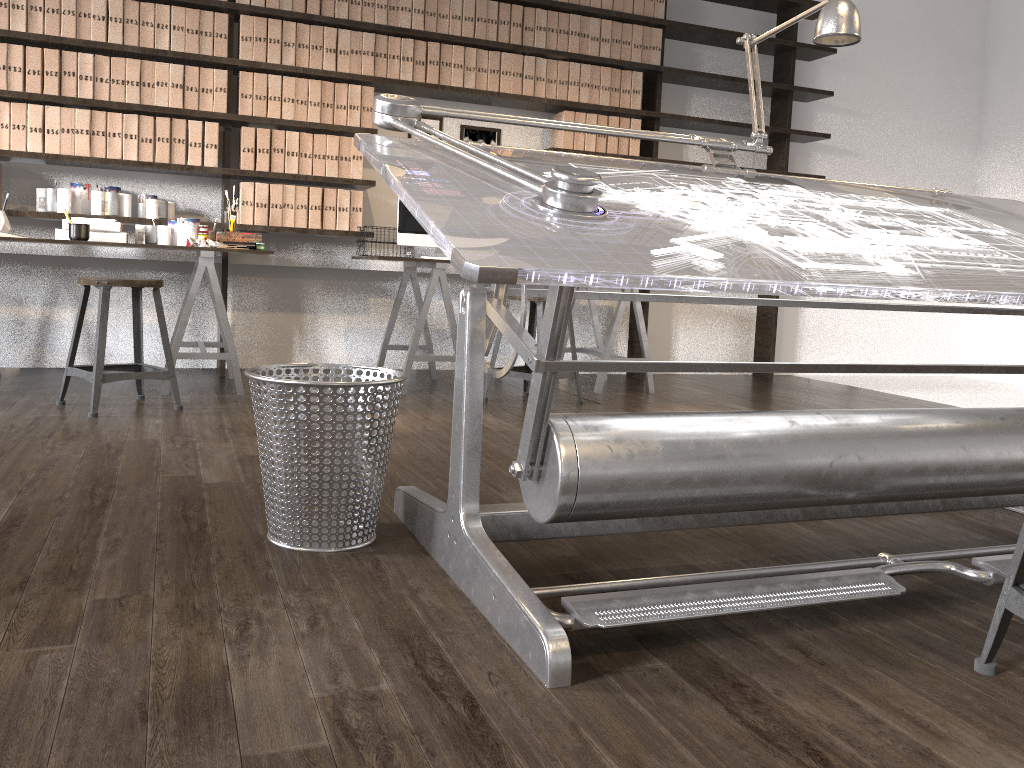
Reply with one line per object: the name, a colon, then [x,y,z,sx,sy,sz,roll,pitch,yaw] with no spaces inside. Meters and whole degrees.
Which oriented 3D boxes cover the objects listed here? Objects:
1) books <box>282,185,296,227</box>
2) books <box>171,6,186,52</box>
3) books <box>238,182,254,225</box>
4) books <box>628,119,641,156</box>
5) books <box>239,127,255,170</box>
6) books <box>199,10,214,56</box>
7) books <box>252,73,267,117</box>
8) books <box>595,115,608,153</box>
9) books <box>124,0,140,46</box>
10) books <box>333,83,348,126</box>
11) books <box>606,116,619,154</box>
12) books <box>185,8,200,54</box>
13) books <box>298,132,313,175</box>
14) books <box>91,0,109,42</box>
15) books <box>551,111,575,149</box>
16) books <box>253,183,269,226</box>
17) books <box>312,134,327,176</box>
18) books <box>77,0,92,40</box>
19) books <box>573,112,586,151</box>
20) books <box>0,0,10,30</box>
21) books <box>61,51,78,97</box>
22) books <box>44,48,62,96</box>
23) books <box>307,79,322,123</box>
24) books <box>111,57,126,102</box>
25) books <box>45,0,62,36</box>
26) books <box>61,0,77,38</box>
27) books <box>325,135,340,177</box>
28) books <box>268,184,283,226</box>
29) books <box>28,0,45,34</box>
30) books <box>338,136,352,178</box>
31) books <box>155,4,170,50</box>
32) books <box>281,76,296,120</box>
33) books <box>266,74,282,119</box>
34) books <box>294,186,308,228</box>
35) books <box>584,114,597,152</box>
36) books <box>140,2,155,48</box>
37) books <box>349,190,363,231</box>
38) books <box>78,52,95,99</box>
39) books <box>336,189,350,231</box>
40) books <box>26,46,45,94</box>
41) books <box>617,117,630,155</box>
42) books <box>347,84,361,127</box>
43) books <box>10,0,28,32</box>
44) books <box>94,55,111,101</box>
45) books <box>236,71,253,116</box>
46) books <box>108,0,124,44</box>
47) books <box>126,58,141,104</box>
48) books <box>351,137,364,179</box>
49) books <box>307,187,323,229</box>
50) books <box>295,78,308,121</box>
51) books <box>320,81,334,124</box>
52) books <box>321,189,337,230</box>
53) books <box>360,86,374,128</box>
books: [-1.194,-0.933,4.691,0.066,0.224,0.175,1,6,-21]
books: [-1.668,-1.749,4.427,0.066,0.225,0.175,1,6,-21]
books: [-1.388,-0.933,4.615,0.066,0.225,0.175,1,6,-21]
books: [0.709,-1.482,5.378,0.066,0.224,0.175,1,6,-21]
books: [-1.377,-1.208,4.597,0.066,0.224,0.175,1,6,-21]
books: [-1.549,-1.750,4.478,0.066,0.224,0.175,1,6,-21]
books: [-1.314,-1.481,4.595,0.066,0.225,0.175,1,6,-21]
books: [0.498,-1.482,5.299,0.066,0.225,0.175,1,6,-21]
books: [-1.868,-1.750,4.355,0.066,0.225,0.175,1,6,-21]
books: [-0.931,-1.481,4.744,0.066,0.225,0.175,1,6,-21]
books: [0.570,-1.482,5.320,0.067,0.225,0.175,1,6,-21]
books: [-1.606,-1.749,4.451,0.067,0.225,0.175,1,6,-21]
books: [-1.105,-1.208,4.702,0.066,0.225,0.175,1,6,-21]
books: [-2.000,-1.749,4.302,0.066,0.224,0.175,1,6,-21]
books: [0.300,-1.482,5.221,0.066,0.225,0.175,1,6,-21]
books: [-1.319,-0.932,4.638,0.066,0.225,0.175,1,6,-21]
books: [-1.039,-1.209,4.728,0.066,0.225,0.175,1,6,-21]
books: [-2.059,-1.750,4.281,0.066,0.224,0.175,1,6,-21]
books: [0.366,-1.482,5.247,0.066,0.225,0.175,1,6,-21]
books: [-2.383,-1.750,4.157,0.066,0.225,0.175,1,6,-21]
books: [-2.131,-1.475,4.280,0.066,0.225,0.175,1,6,-21]
books: [-2.199,-1.474,4.248,0.067,0.225,0.175,1,6,-21]
books: [-1.058,-1.481,4.689,0.067,0.225,0.175,1,6,-21]
books: [-1.932,-1.475,4.357,0.066,0.225,0.175,1,6,-21]
books: [-2.185,-1.750,4.233,0.066,0.225,0.175,1,6,-21]
books: [-2.120,-1.749,4.252,0.067,0.225,0.175,1,6,-21]
books: [-0.974,-1.208,4.746,0.067,0.225,0.175,1,6,-21]
books: [-1.251,-0.932,4.664,0.067,0.225,0.175,1,6,-21]
books: [-2.251,-1.750,4.208,0.066,0.225,0.175,1,6,-21]
books: [-0.914,-1.208,4.775,0.066,0.224,0.175,1,6,-21]
books: [-1.737,-1.750,4.404,0.066,0.225,0.175,1,6,-21]
books: [-1.180,-1.481,4.645,0.066,0.224,0.175,1,6,-21]
books: [-1.247,-1.481,4.617,0.067,0.225,0.175,1,6,-21]
books: [-1.134,-0.933,4.717,0.066,0.224,0.175,1,6,-21]
books: [0.433,-1.482,5.268,0.066,0.225,0.175,1,6,-21]
books: [-1.803,-1.750,4.382,0.066,0.225,0.175,1,6,-21]
books: [-0.862,-0.934,4.822,0.066,0.225,0.175,1,6,-21]
books: [-2.063,-1.474,4.302,0.066,0.225,0.175,1,6,-21]
books: [-0.927,-0.933,4.792,0.066,0.225,0.175,1,6,-21]
books: [-2.270,-1.475,4.226,0.066,0.224,0.175,1,6,-21]
books: [0.637,-1.482,5.352,0.066,0.224,0.175,1,6,-21]
books: [-0.864,-1.481,4.766,0.066,0.225,0.175,1,6,-21]
books: [-2.315,-1.749,4.178,0.066,0.225,0.175,1,6,-21]
books: [-1.998,-1.475,4.331,0.066,0.225,0.175,1,6,-21]
books: [-1.380,-1.481,4.571,0.066,0.225,0.175,1,6,-21]
books: [-1.932,-1.749,4.326,0.067,0.225,0.175,1,6,-21]
books: [-1.867,-1.474,4.376,0.067,0.225,0.175,1,6,-21]
books: [-0.854,-1.208,4.796,0.066,0.224,0.175,1,6,-21]
books: [-1.063,-0.933,4.739,0.067,0.225,0.175,1,6,-21]
books: [-1.122,-1.481,4.669,0.066,0.224,0.175,1,6,-21]
books: [-0.997,-1.481,4.718,0.066,0.225,0.175,1,6,-21]
books: [-0.995,-0.934,4.771,0.066,0.225,0.175,1,6,-21]
books: [-0.799,-1.482,4.796,0.066,0.225,0.175,1,6,-21]
